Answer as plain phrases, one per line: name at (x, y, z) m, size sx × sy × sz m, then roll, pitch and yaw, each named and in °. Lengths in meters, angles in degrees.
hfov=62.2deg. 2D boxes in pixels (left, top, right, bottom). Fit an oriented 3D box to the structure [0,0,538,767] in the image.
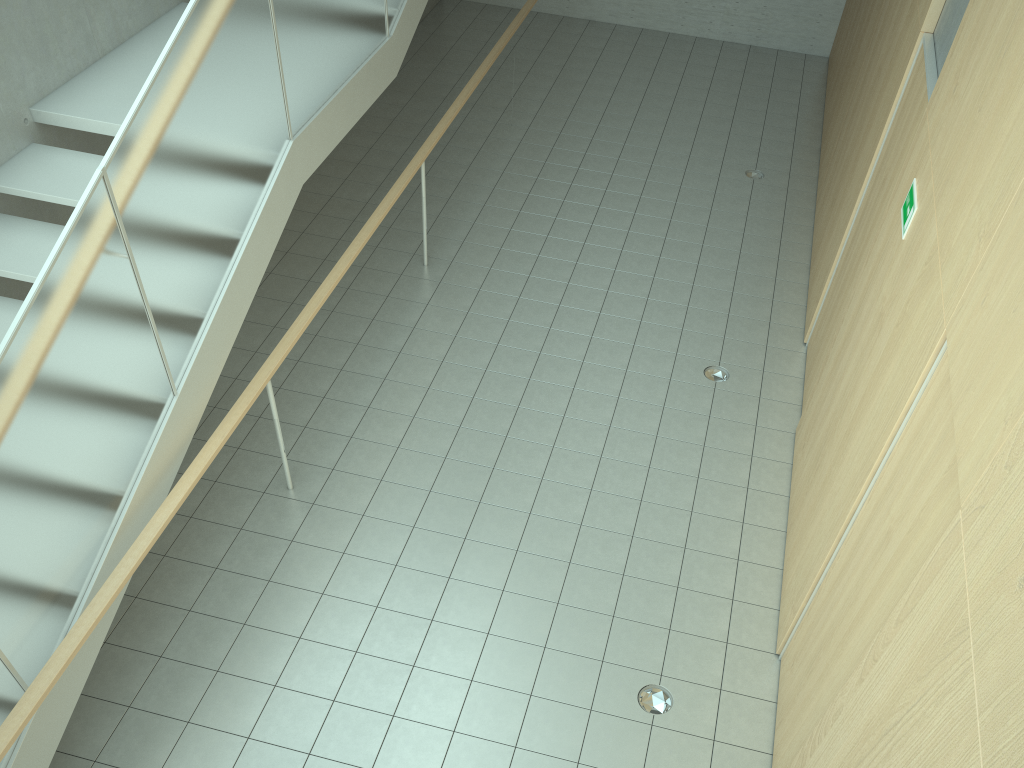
structure at (-1.584, -2.440, 5.233) m, size 1.868 × 4.948 × 10.908 m, roll 14°, pitch 47°, yaw 10°
